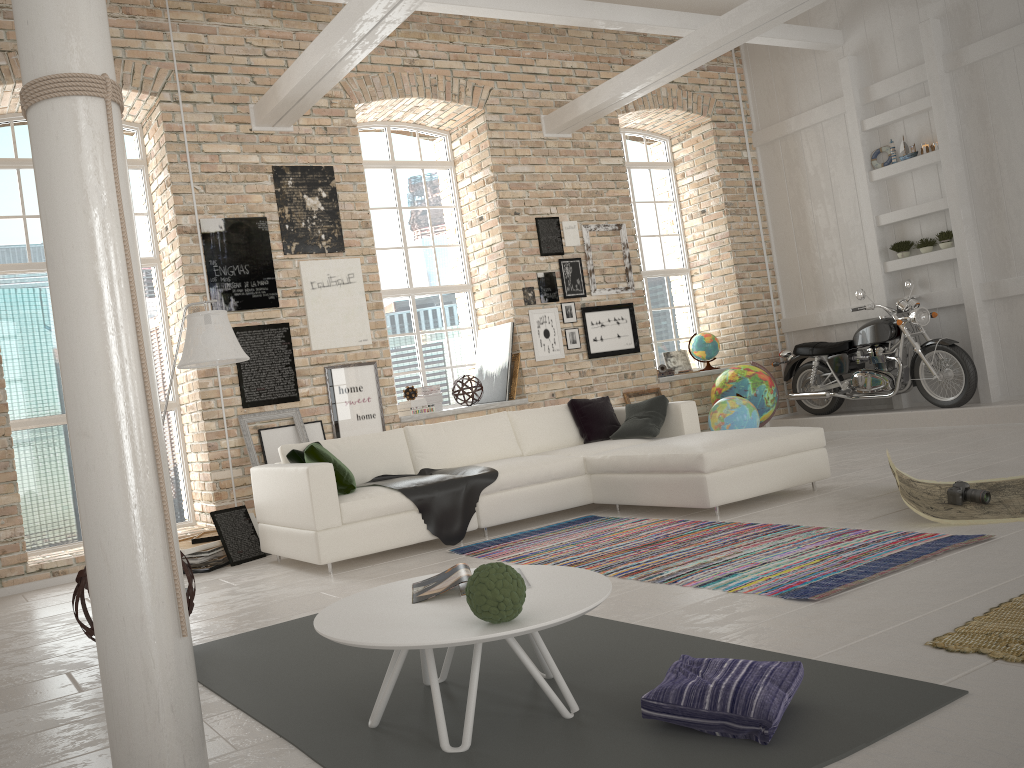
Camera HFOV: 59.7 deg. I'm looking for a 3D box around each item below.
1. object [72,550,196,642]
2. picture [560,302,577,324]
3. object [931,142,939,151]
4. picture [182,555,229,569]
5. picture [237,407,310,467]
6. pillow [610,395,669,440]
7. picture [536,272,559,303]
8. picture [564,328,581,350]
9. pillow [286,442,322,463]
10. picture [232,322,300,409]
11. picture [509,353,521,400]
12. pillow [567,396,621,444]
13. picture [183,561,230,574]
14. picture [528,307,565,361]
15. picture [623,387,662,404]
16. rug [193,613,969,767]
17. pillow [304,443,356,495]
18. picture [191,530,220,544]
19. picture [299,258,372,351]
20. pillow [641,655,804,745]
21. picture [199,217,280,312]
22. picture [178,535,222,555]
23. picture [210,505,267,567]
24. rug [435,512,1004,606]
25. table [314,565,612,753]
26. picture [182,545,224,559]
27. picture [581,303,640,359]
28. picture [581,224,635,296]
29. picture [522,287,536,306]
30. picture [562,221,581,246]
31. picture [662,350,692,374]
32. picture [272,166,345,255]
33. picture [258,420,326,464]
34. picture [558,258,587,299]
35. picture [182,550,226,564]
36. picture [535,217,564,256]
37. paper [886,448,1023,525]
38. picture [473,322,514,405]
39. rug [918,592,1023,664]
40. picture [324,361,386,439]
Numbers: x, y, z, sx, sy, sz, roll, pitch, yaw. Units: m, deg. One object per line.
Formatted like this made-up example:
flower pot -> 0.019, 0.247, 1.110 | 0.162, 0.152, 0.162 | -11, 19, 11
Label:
object -> -1.728, 0.961, 4.096 | 0.579, 0.543, 0.504 | -9, -1, 34
picture -> 0.579, -0.725, 9.063 | 0.166, 0.213, 0.012 | -8, -2, -30
object -> 4.189, -2.335, 8.779 | 0.111, 0.088, 0.103 | -8, -1, 9
picture -> -2.307, 1.278, 6.636 | 0.595, 0.048, 0.773 | -8, 0, 3
picture -> -1.921, 0.506, 7.341 | 0.513, 0.583, 0.300 | -8, -2, -31
pillow -> 0.995, 0.264, 6.962 | 0.319, 0.305, 0.444 | -7, -1, -42
picture -> 0.363, -0.972, 8.966 | 0.217, 0.306, 0.015 | -8, -2, -30
picture -> 0.618, -0.459, 9.055 | 0.166, 0.213, 0.012 | -8, -2, -30
pillow -> -1.321, 0.580, 6.057 | 0.325, 0.365, 0.397 | -8, -1, 13
picture -> -2.077, -0.160, 7.511 | 0.482, 0.681, 0.068 | -8, -2, -30
picture -> -0.046, -0.057, 8.814 | 0.163, 0.460, 0.384 | -7, -1, -34
pillow -> 0.693, 0.290, 7.295 | 0.402, 0.390, 0.256 | -8, -1, -31
picture -> -2.275, 1.310, 6.609 | 0.613, 0.048, 0.751 | -8, 0, 17
picture -> 0.349, -0.497, 8.901 | 0.345, 0.514, 0.014 | -8, -2, -30
picture -> 1.476, 0.427, 9.315 | 0.477, 0.748, 0.235 | -8, -2, -31
rug -> -0.184, 1.010, 3.146 | 1.353, 0.042, 2.879 | -8, 0, -35
pillow -> -1.184, 0.543, 5.796 | 0.301, 0.344, 0.422 | -8, -1, -8
picture -> -2.218, 1.128, 6.684 | 0.288, 0.048, 0.389 | -8, 0, -5
picture -> -1.551, -0.708, 7.847 | 0.556, 0.785, 0.039 | -8, -2, -30
pillow -> 0.566, 0.843, 2.388 | 0.377, 0.164, 0.331 | -9, -1, 34
picture -> -2.281, -1.006, 7.473 | 0.557, 0.786, 0.039 | -8, -2, -30
picture -> -2.291, 1.160, 6.607 | 0.626, 0.048, 0.733 | -8, 0, 35
picture -> -1.977, 1.094, 6.443 | 0.205, 0.405, 0.309 | -9, -2, 36
rug -> 0.853, 0.873, 4.777 | 1.325, 0.008, 2.843 | -8, 0, -35
table -> -0.132, 0.828, 2.731 | 0.878, 0.342, 0.943 | -8, 0, -18
picture -> -2.302, 1.199, 6.630 | 0.611, 0.048, 0.753 | -8, 0, 15
picture -> 1.028, -0.557, 9.290 | 0.673, 0.535, 0.033 | -8, -2, -30
picture -> 1.011, -1.310, 9.363 | 0.569, 0.749, 0.027 | -8, -2, -30
picture -> 0.171, -0.872, 8.846 | 0.127, 0.179, 0.009 | -8, -2, -24
picture -> 0.609, -1.547, 9.172 | 0.183, 0.259, 0.013 | -8, -2, -30
picture -> 1.970, -0.250, 10.597 | 0.370, 0.292, 0.071 | -8, -2, -30
picture -> -1.787, -1.527, 7.828 | 0.555, 0.784, 0.039 | -8, -2, -30
picture -> -1.800, 0.620, 7.479 | 0.543, 0.569, 0.155 | -8, -2, -30
picture -> 0.621, -1.083, 9.117 | 0.275, 0.409, 0.011 | -8, -2, -30
picture -> -2.272, 1.235, 6.638 | 0.622, 0.048, 0.738 | -8, 0, 27
picture -> 0.383, -1.495, 9.033 | 0.279, 0.394, 0.019 | -8, -2, -30
paper -> 2.645, 0.481, 4.775 | 1.115, 0.265, 1.393 | -8, 0, 22
picture -> -0.186, -0.197, 8.942 | 0.231, 0.764, 0.623 | -7, -1, -33
rug -> 2.532, 0.614, 2.704 | 2.061, 0.021, 1.635 | -8, 0, -38
picture -> -1.371, 0.196, 7.848 | 0.489, 0.756, 0.013 | -8, -2, -30
